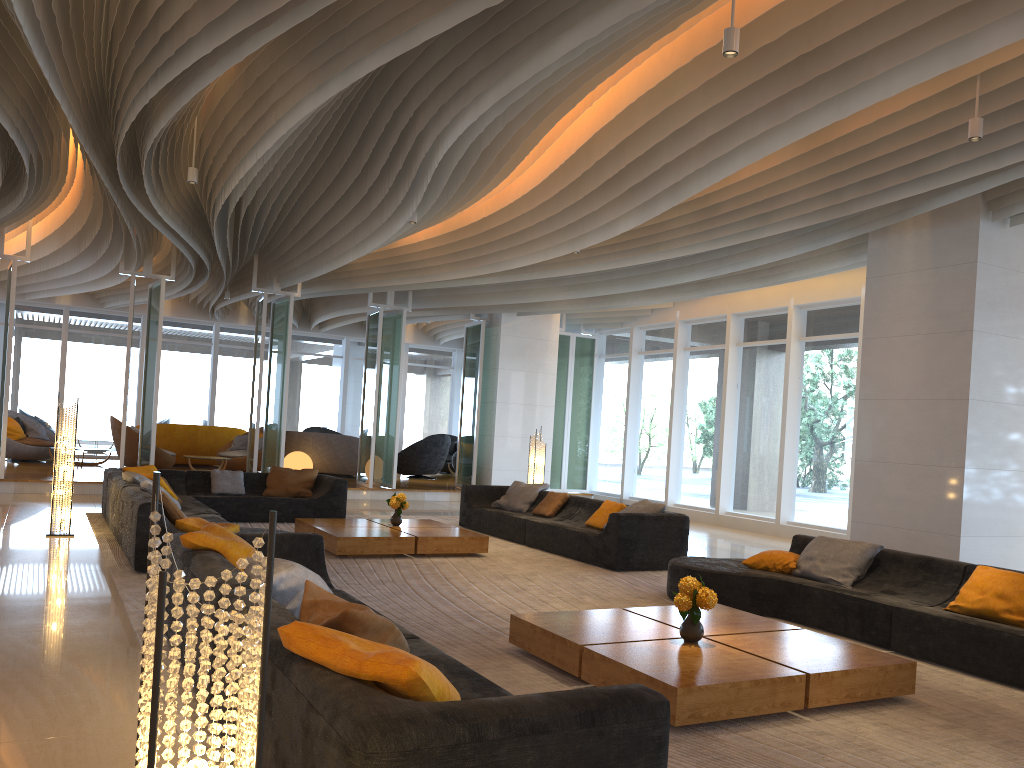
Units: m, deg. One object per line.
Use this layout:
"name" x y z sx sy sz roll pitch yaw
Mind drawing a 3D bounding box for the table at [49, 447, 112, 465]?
"table" -8.379 1.409 17.218 1.094 0.318 0.808 5 -3 -22

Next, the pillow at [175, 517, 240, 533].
"pillow" -2.528 1.192 7.389 0.409 0.136 0.418 3 -3 5

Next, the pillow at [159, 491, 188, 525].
"pillow" -2.876 1.076 7.544 0.334 0.311 0.417 4 -2 -27

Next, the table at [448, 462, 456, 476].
"table" -1.097 2.124 21.936 1.094 0.318 0.808 5 -3 -22

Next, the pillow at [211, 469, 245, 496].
"pillow" -3.625 1.254 11.308 0.414 0.312 0.317 5 -2 -26

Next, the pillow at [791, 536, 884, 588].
"pillow" 2.525 1.420 6.982 0.469 0.416 0.655 5 -3 -28

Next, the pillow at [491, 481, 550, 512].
"pillow" 0.104 1.479 11.727 0.627 0.377 0.558 2 -3 39

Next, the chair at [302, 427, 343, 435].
"chair" -4.140 1.504 20.377 1.115 1.005 1.548 2 -3 44

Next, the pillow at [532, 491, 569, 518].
"pillow" 0.478 1.488 10.986 0.327 0.312 0.401 5 -2 -30

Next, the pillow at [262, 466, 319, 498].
"pillow" -2.918 1.293 11.719 0.641 0.377 0.545 4 -2 -7

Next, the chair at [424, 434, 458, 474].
"chair" -1.613 1.798 22.813 1.533 1.005 1.126 4 -2 -16

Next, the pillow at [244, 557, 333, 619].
"pillow" -1.058 1.044 4.244 0.427 0.376 0.578 4 -2 -26

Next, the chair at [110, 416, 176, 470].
"chair" -6.756 1.110 16.243 1.151 1.005 1.500 4 -2 -20

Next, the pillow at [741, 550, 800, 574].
"pillow" 2.187 1.477 7.383 0.442 0.192 0.596 2 -3 27

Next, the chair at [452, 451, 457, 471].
"chair" -0.680 1.754 21.028 1.541 1.005 1.120 5 -2 -26

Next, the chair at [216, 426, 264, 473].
"chair" -5.235 1.288 17.746 1.158 1.005 1.490 5 -3 -41

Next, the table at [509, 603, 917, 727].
"table" 1.062 1.534 5.003 1.627 0.220 1.576 5 -4 -28

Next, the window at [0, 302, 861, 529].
"window" 3.828 0.207 9.138 53.638 3.218 22.512 2 -4 27

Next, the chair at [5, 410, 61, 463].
"chair" -9.461 0.995 17.162 1.126 1.005 1.533 3 -2 15

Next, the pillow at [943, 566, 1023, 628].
"pillow" 3.182 1.409 5.748 0.457 0.394 0.627 5 -3 -29

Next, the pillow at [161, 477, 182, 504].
"pillow" -3.823 1.149 9.611 0.405 0.319 0.336 2 -2 30

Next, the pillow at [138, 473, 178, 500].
"pillow" -3.811 1.113 9.440 0.416 0.335 0.330 3 -2 27

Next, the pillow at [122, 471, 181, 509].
"pillow" -3.695 1.109 9.124 0.556 0.376 0.641 5 -3 -33

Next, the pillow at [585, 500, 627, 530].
"pillow" 1.045 1.463 9.919 0.327 0.312 0.402 4 -2 -26

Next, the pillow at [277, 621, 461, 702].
"pillow" -0.341 0.944 2.743 0.627 0.377 0.558 2 -3 39

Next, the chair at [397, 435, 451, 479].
"chair" -2.026 1.605 19.861 1.116 1.005 1.546 2 -3 34

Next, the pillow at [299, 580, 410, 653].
"pillow" -0.575 0.984 3.339 0.451 0.409 0.592 4 -2 -26

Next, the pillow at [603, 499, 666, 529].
"pillow" 1.298 1.426 9.480 0.550 0.377 0.636 4 -2 -6

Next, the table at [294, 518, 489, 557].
"table" -1.322 1.641 9.491 1.627 0.220 1.576 5 -4 -28

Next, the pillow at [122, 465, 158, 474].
"pillow" -4.485 1.151 10.820 0.335 0.316 0.416 2 -2 34

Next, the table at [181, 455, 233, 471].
"table" -5.803 1.546 16.840 1.060 0.318 0.834 1 -4 43
